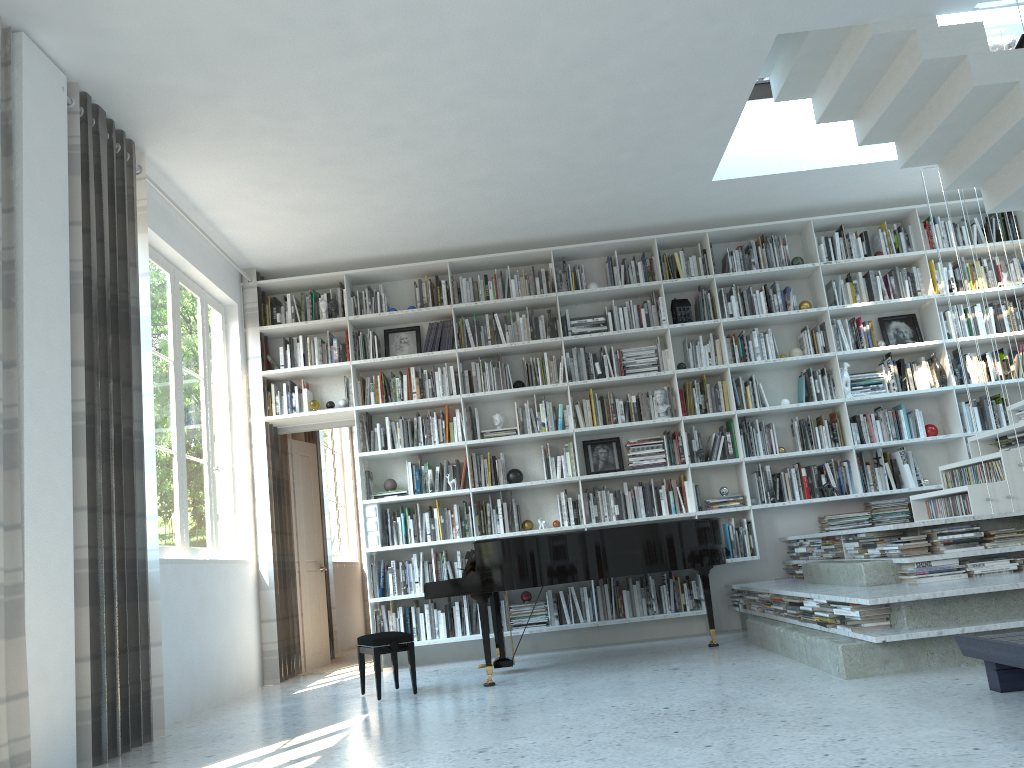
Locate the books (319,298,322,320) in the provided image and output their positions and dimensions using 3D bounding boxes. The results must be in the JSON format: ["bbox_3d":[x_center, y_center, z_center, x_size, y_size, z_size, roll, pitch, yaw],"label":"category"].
[{"bbox_3d":[-1.553,-0.578,7.300,0.021,0.226,0.156,-6,-11,1],"label":"books"}]

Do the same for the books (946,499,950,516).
[{"bbox_3d":[2.855,0.783,5.679,0.125,0.125,0.008,-6,-11,1],"label":"books"}]

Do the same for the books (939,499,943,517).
[{"bbox_3d":[2.858,0.803,5.778,0.125,0.125,0.007,-6,-11,1],"label":"books"}]

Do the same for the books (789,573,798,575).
[{"bbox_3d":[2.218,1.438,6.765,0.147,0.014,0.293,-6,-12,1],"label":"books"}]

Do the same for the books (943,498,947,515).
[{"bbox_3d":[2.856,0.791,5.717,0.125,0.125,0.009,-6,-11,1],"label":"books"}]

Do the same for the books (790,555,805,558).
[{"bbox_3d":[2.229,1.306,6.754,0.163,0.017,0.233,-7,-12,2],"label":"books"}]

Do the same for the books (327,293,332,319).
[{"bbox_3d":[-1.485,-0.603,7.296,0.027,0.258,0.147,-6,-11,1],"label":"books"}]

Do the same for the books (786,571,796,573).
[{"bbox_3d":[2.206,1.427,6.767,0.170,0.012,0.215,-6,-12,1],"label":"books"}]

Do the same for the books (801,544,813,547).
[{"bbox_3d":[2.214,1.174,6.483,0.143,0.012,0.264,-7,-12,5],"label":"books"}]

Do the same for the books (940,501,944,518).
[{"bbox_3d":[2.858,0.801,5.771,0.125,0.125,0.007,-6,-11,1],"label":"books"}]

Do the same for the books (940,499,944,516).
[{"bbox_3d":[2.858,0.800,5.763,0.125,0.125,0.008,-6,-11,1],"label":"books"}]

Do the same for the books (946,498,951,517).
[{"bbox_3d":[2.855,0.781,5.672,0.125,0.125,0.009,-6,-11,1],"label":"books"}]

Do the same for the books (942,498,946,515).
[{"bbox_3d":[2.857,0.794,5.733,0.125,0.125,0.009,-6,-11,1],"label":"books"}]

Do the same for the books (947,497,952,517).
[{"bbox_3d":[2.854,0.778,5.657,0.125,0.125,0.008,-6,-11,1],"label":"books"}]

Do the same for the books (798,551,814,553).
[{"bbox_3d":[2.215,1.221,6.474,0.163,0.008,0.295,-6,-12,-1],"label":"books"}]

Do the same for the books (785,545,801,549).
[{"bbox_3d":[2.210,1.237,6.768,0.171,0.015,0.253,-5,-12,-4],"label":"books"}]

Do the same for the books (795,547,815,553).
[{"bbox_3d":[2.199,1.204,6.478,0.189,0.030,0.238,-6,-12,-2],"label":"books"}]

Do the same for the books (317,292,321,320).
[{"bbox_3d":[-1.573,-0.599,7.306,0.013,0.274,0.158,-6,-11,1],"label":"books"}]

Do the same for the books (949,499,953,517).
[{"bbox_3d":[2.854,0.775,5.642,0.125,0.125,0.007,-6,-11,1],"label":"books"}]

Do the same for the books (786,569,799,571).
[{"bbox_3d":[2.208,1.415,6.770,0.159,0.012,0.279,-6,-12,0],"label":"books"}]

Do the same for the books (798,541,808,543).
[{"bbox_3d":[2.211,1.148,6.488,0.159,0.007,0.286,-6,-12,0],"label":"books"}]

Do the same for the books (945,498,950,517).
[{"bbox_3d":[2.855,0.784,5.686,0.125,0.125,0.007,-6,-11,1],"label":"books"}]

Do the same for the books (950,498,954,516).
[{"bbox_3d":[2.853,0.772,5.627,0.125,0.125,0.010,-6,-11,1],"label":"books"}]

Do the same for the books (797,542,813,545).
[{"bbox_3d":[2.211,1.160,6.486,0.163,0.018,0.290,-6,-12,0],"label":"books"}]

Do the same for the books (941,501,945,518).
[{"bbox_3d":[2.857,0.798,5.755,0.125,0.125,0.009,-6,-11,1],"label":"books"}]

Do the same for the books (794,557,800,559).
[{"bbox_3d":[2.244,1.320,6.751,0.134,0.014,0.181,-6,-12,-2],"label":"books"}]

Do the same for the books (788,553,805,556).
[{"bbox_3d":[2.218,1.291,6.758,0.175,0.017,0.266,-7,-12,3],"label":"books"}]

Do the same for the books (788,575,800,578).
[{"bbox_3d":[2.211,1.460,6.761,0.163,0.019,0.188,-6,-12,0],"label":"books"}]

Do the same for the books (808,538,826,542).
[{"bbox_3d":[2.191,1.083,6.190,0.165,0.015,0.243,-5,-12,-4],"label":"books"}]

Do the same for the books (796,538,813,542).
[{"bbox_3d":[2.199,1.136,6.491,0.171,0.020,0.194,-5,-12,-4],"label":"books"}]

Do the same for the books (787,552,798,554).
[{"bbox_3d":[2.221,1.276,6.760,0.179,0.012,0.262,-6,-12,1],"label":"books"}]

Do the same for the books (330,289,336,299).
[{"bbox_3d":[-1.467,-0.619,7.311,0.013,0.291,0.154,-6,-11,1],"label":"books"}]

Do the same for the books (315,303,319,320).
[{"bbox_3d":[-1.587,-0.556,7.291,0.024,0.187,0.159,-6,-11,1],"label":"books"}]

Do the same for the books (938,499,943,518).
[{"bbox_3d":[2.858,0.805,5.786,0.125,0.125,0.009,-6,-11,1],"label":"books"}]

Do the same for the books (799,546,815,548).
[{"bbox_3d":[2.208,1.185,6.481,0.171,0.007,0.207,-7,-12,3],"label":"books"}]

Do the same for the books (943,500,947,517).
[{"bbox_3d":[2.856,0.792,5.724,0.125,0.125,0.008,-6,-11,1],"label":"books"}]

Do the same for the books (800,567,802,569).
[{"bbox_3d":[2.202,1.335,6.467,0.137,0.018,0.201,-6,-12,-3],"label":"books"}]

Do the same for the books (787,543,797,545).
[{"bbox_3d":[2.218,1.215,6.772,0.159,0.011,0.246,-6,-12,-2],"label":"books"}]

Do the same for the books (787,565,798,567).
[{"bbox_3d":[2.201,1.382,6.776,0.152,0.015,0.208,-7,-12,5],"label":"books"}]

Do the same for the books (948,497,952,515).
[{"bbox_3d":[2.854,0.777,5.650,0.125,0.125,0.007,-6,-11,1],"label":"books"}]

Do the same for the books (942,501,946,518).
[{"bbox_3d":[2.857,0.795,5.740,0.125,0.125,0.007,-6,-11,1],"label":"books"}]

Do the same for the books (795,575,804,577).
[{"bbox_3d":[2.183,1.389,6.457,0.187,0.009,0.261,-7,-12,3],"label":"books"}]

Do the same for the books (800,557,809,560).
[{"bbox_3d":[2.218,1.262,6.466,0.173,0.016,0.233,-6,-12,0],"label":"books"}]

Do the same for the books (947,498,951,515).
[{"bbox_3d":[2.854,0.780,5.664,0.125,0.125,0.007,-6,-11,1],"label":"books"}]

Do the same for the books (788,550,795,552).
[{"bbox_3d":[2.226,1.265,6.762,0.156,0.009,0.288,-6,-12,-1],"label":"books"}]

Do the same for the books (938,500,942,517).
[{"bbox_3d":[2.859,0.806,5.794,0.125,0.125,0.008,-6,-11,1],"label":"books"}]

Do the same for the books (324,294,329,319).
[{"bbox_3d":[-1.509,-0.597,7.299,0.021,0.253,0.179,-6,-11,1],"label":"books"}]

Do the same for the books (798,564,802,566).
[{"bbox_3d":[2.196,1.311,6.471,0.149,0.014,0.229,-6,-12,-1],"label":"books"}]

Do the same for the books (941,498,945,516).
[{"bbox_3d":[2.857,0.797,5.748,0.125,0.125,0.008,-6,-11,1],"label":"books"}]

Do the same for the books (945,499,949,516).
[{"bbox_3d":[2.855,0.786,5.694,0.125,0.125,0.008,-6,-11,1],"label":"books"}]

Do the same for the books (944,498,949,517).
[{"bbox_3d":[2.856,0.787,5.702,0.125,0.125,0.009,-6,-11,1],"label":"books"}]

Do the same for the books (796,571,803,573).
[{"bbox_3d":[2.186,1.363,6.462,0.180,0.016,0.183,-6,-12,-2],"label":"books"}]

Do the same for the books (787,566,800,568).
[{"bbox_3d":[2.200,1.394,6.774,0.159,0.009,0.211,-7,-12,4],"label":"books"}]

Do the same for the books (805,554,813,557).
[{"bbox_3d":[2.234,1.242,6.469,0.131,0.021,0.240,-7,-12,2],"label":"books"}]

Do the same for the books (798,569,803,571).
[{"bbox_3d":[2.198,1.349,6.464,0.159,0.009,0.229,-7,-12,2],"label":"books"}]

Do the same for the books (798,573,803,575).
[{"bbox_3d":[2.200,1.376,6.459,0.160,0.014,0.268,-6,-12,0],"label":"books"}]

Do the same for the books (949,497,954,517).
[{"bbox_3d":[2.853,0.774,5.635,0.125,0.125,0.007,-6,-11,1],"label":"books"}]

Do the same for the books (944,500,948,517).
[{"bbox_3d":[2.856,0.789,5.709,0.125,0.125,0.008,-6,-11,1],"label":"books"}]

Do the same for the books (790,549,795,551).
[{"bbox_3d":[2.233,1.256,6.764,0.145,0.008,0.298,-6,-12,0],"label":"books"}]
